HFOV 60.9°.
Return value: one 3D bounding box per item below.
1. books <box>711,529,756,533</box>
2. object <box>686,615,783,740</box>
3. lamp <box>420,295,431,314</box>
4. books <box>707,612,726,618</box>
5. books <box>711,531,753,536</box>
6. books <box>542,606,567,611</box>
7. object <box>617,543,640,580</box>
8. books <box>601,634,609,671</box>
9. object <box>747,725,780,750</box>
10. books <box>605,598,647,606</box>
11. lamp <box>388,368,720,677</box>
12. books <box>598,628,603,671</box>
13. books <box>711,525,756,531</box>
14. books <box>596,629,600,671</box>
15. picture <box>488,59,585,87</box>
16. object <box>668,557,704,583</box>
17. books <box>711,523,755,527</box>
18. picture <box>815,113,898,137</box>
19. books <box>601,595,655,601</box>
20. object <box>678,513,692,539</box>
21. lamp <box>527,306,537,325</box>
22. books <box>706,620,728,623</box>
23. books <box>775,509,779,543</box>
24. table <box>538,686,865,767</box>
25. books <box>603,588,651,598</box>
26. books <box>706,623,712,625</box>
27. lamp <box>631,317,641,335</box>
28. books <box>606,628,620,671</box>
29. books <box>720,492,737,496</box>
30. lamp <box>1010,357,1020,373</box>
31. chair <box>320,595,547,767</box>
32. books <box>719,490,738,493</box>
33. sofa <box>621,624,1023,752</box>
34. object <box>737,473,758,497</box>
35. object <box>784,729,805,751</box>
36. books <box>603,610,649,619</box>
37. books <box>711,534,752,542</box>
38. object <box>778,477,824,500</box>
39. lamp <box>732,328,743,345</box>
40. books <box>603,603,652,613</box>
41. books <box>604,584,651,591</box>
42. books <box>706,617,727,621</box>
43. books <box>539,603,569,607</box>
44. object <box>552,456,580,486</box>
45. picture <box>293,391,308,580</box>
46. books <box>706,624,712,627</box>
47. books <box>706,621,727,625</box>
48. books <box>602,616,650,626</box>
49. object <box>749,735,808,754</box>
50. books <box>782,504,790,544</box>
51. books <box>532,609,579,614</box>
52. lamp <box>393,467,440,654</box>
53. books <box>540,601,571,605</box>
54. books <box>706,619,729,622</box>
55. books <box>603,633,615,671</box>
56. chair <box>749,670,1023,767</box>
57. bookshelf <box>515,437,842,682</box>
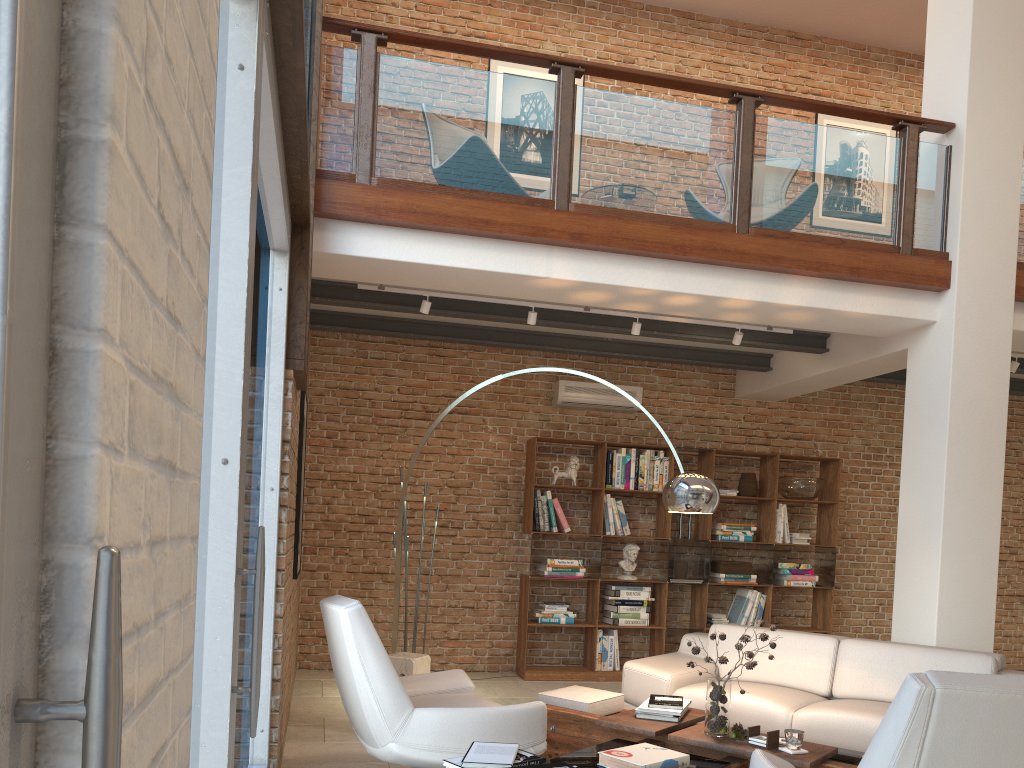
[{"bbox_3d":[2.109,1.409,8.379,0.381,0.018,0.246,6,-10,-19],"label":"books"},{"bbox_3d":[1.145,1.455,4.385,0.546,0.602,0.316,6,-3,-41],"label":"object"},{"bbox_3d":[-0.568,-0.515,5.731,0.060,0.128,0.086,3,-2,-42],"label":"lamp"},{"bbox_3d":[1.954,2.227,8.394,0.133,0.033,0.208,5,-9,-17],"label":"books"},{"bbox_3d":[2.091,1.437,8.386,0.380,0.036,0.247,5,-9,-12],"label":"books"},{"bbox_3d":[0.389,2.071,8.049,0.206,0.033,0.134,5,-9,-12],"label":"books"},{"bbox_3d":[1.090,1.661,8.164,0.196,0.348,0.195,3,-1,3],"label":"object"},{"bbox_3d":[0.830,2.498,8.143,0.057,0.327,0.256,3,-3,-12],"label":"books"},{"bbox_3d":[1.192,1.677,4.138,0.095,0.081,0.115,7,-7,-40],"label":"object"},{"bbox_3d":[1.061,2.037,8.154,0.328,0.055,0.257,6,-9,-17],"label":"books"},{"bbox_3d":[0.201,1.072,5.235,2.028,2.335,0.320,1,0,24],"label":"lamp"},{"bbox_3d":[0.784,2.468,8.141,0.036,0.381,0.245,2,-2,-12],"label":"books"},{"bbox_3d":[2.114,1.381,8.370,0.381,0.036,0.246,6,-10,-18],"label":"books"},{"bbox_3d":[0.752,2.463,8.117,0.036,0.381,0.245,2,-2,-12],"label":"books"},{"bbox_3d":[0.208,-2.383,8.059,0.916,1.189,0.027,3,1,-12],"label":"picture"},{"bbox_3d":[1.605,1.756,8.253,0.336,0.231,0.286,4,-5,-12],"label":"object"},{"bbox_3d":[2.109,1.355,8.389,0.357,0.020,0.275,5,-10,-14],"label":"books"},{"bbox_3d":[3.441,-2.110,8.773,0.916,1.189,0.027,3,1,-12],"label":"picture"},{"bbox_3d":[1.076,2.002,8.169,0.445,0.020,0.275,5,-9,-12],"label":"books"},{"bbox_3d":[1.633,1.265,8.223,0.122,0.396,0.062,3,1,-10],"label":"object"},{"bbox_3d":[0.137,-0.459,5.889,0.061,0.120,0.086,3,-2,-10],"label":"lamp"},{"bbox_3d":[1.952,2.284,8.394,0.156,0.008,0.245,6,-10,-17],"label":"books"},{"bbox_3d":[2.494,1.378,8.463,0.056,0.327,0.256,3,-3,-12],"label":"books"},{"bbox_3d":[0.787,1.874,4.163,2.207,0.425,1.994,-4,-11,38],"label":"table"},{"bbox_3d":[1.083,1.963,8.187,0.381,0.064,0.246,6,-9,-18],"label":"books"},{"bbox_3d":[1.951,2.309,8.395,0.156,0.008,0.245,6,-10,-17],"label":"books"},{"bbox_3d":[0.863,-0.394,6.050,0.061,0.128,0.086,3,-2,-10],"label":"lamp"},{"bbox_3d":[0.944,2.481,8.184,0.079,0.382,0.245,3,-2,-12],"label":"books"},{"bbox_3d":[2.012,1.048,8.295,0.206,0.033,0.134,5,-9,-12],"label":"books"},{"bbox_3d":[3.859,-0.141,6.708,0.060,0.128,0.086,3,-2,-42],"label":"lamp"},{"bbox_3d":[-0.466,1.571,4.394,0.989,0.990,1.031,5,-5,-28],"label":"chair"},{"bbox_3d":[2.006,1.022,8.300,0.237,0.018,0.172,6,-10,-19],"label":"books"},{"bbox_3d":[1.956,1.980,5.457,2.331,0.749,1.157,-4,-9,38],"label":"sofa"},{"bbox_3d":[2.259,0.969,8.343,0.193,0.231,0.195,1,-4,35],"label":"object"},{"bbox_3d":[1.311,1.656,4.053,0.091,0.084,0.092,-1,-6,37],"label":"object"},{"bbox_3d":[1.065,2.162,8.187,0.363,0.055,0.286,4,-9,-10],"label":"books"},{"bbox_3d":[2.110,1.483,8.383,0.326,0.055,0.258,3,-9,-2],"label":"books"},{"bbox_3d":[2.809,1.029,8.509,0.438,0.217,0.441,-1,-8,29],"label":"object"},{"bbox_3d":[1.612,-0.335,6.225,0.061,0.115,0.095,3,-3,-5],"label":"lamp"},{"bbox_3d":[1.082,2.101,8.172,0.382,0.064,0.246,7,-10,-25],"label":"books"},{"bbox_3d":[1.081,1.911,8.181,0.380,0.036,0.247,5,-9,-12],"label":"books"},{"bbox_3d":[1.941,2.251,8.387,0.162,0.017,0.255,5,-9,-12],"label":"books"},{"bbox_3d":[0.383,2.045,8.054,0.237,0.018,0.172,6,-10,-19],"label":"books"},{"bbox_3d":[0.490,0.789,7.960,0.252,0.281,0.131,3,-1,-4],"label":"object"},{"bbox_3d":[-1.387,0.661,5.722,0.027,1.186,0.917,2,-3,-12],"label":"picture"},{"bbox_3d":[1.955,2.324,8.403,0.172,0.018,0.238,7,-10,-24],"label":"books"},{"bbox_3d":[1.939,2.295,8.388,0.163,0.017,0.254,6,-10,-17],"label":"books"},{"bbox_3d":[1.067,2.219,8.170,0.381,0.064,0.246,6,-9,-18],"label":"books"},{"bbox_3d":[1.308,1.706,4.138,0.274,0.034,0.249,10,-12,-40],"label":"object"},{"bbox_3d":[2.619,1.365,8.512,0.101,0.381,0.245,3,-2,-12],"label":"books"},{"bbox_3d":[0.394,2.094,8.027,0.381,0.018,0.246,6,-10,-19],"label":"books"},{"bbox_3d":[-0.816,1.588,7.074,0.420,1.808,0.199,2,1,-42],"label":"lamp"},{"bbox_3d":[0.397,2.017,8.036,0.253,0.017,0.164,5,-9,-12],"label":"books"},{"bbox_3d":[1.957,2.272,8.402,0.171,0.018,0.238,6,-10,-19],"label":"books"},{"bbox_3d":[0.886,2.500,8.149,0.056,0.327,0.256,3,-3,-12],"label":"books"},{"bbox_3d":[1.403,1.430,2.994,1.026,1.008,0.981,2,-4,4],"label":"chair"},{"bbox_3d":[1.603,1.711,8.268,3.041,2.187,0.365,4,1,-12],"label":"bookshelf"}]
